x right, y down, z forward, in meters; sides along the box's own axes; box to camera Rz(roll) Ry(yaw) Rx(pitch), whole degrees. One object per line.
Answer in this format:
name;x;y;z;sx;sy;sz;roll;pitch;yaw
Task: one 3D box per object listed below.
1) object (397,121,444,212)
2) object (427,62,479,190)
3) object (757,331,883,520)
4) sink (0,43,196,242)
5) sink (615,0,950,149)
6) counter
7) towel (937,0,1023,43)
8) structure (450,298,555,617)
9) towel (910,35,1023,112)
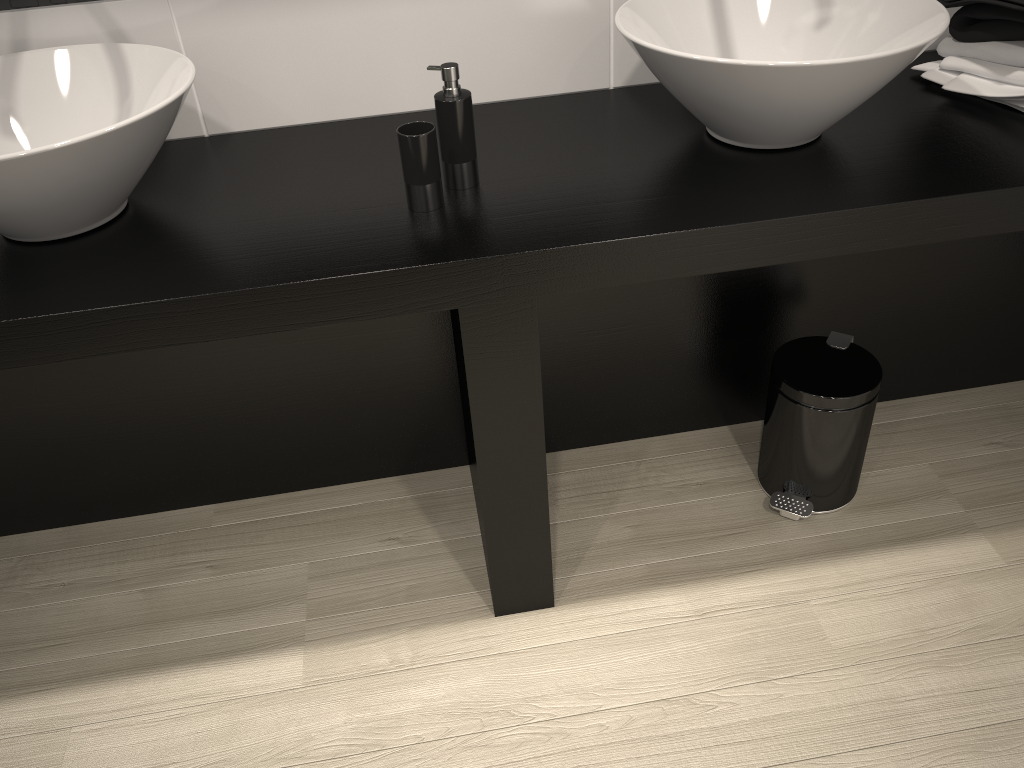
object;-0.150;-0.359;1.466;0.063;0.132;0.064;13;40;23
object;-0.095;-0.438;1.506;0.063;0.204;0.064;-21;39;-21
object;0.686;0.096;1.994;0.226;0.333;0.306;-2;37;3
sink;-0.794;-0.385;1.499;0.562;0.209;0.565;20;43;29
sink;0.467;-0.568;1.609;0.562;0.209;0.566;-22;40;-21
counter;-0.158;-0.343;1.626;3.846;0.083;0.665;-8;37;-5
towel;1.046;-0.713;1.707;0.389;0.129;0.411;-16;38;-15
structure;-0.033;0.034;1.806;0.126;0.750;0.472;-8;37;-5
towel;1.043;-0.635;1.719;0.391;0.131;0.411;-18;39;-17
